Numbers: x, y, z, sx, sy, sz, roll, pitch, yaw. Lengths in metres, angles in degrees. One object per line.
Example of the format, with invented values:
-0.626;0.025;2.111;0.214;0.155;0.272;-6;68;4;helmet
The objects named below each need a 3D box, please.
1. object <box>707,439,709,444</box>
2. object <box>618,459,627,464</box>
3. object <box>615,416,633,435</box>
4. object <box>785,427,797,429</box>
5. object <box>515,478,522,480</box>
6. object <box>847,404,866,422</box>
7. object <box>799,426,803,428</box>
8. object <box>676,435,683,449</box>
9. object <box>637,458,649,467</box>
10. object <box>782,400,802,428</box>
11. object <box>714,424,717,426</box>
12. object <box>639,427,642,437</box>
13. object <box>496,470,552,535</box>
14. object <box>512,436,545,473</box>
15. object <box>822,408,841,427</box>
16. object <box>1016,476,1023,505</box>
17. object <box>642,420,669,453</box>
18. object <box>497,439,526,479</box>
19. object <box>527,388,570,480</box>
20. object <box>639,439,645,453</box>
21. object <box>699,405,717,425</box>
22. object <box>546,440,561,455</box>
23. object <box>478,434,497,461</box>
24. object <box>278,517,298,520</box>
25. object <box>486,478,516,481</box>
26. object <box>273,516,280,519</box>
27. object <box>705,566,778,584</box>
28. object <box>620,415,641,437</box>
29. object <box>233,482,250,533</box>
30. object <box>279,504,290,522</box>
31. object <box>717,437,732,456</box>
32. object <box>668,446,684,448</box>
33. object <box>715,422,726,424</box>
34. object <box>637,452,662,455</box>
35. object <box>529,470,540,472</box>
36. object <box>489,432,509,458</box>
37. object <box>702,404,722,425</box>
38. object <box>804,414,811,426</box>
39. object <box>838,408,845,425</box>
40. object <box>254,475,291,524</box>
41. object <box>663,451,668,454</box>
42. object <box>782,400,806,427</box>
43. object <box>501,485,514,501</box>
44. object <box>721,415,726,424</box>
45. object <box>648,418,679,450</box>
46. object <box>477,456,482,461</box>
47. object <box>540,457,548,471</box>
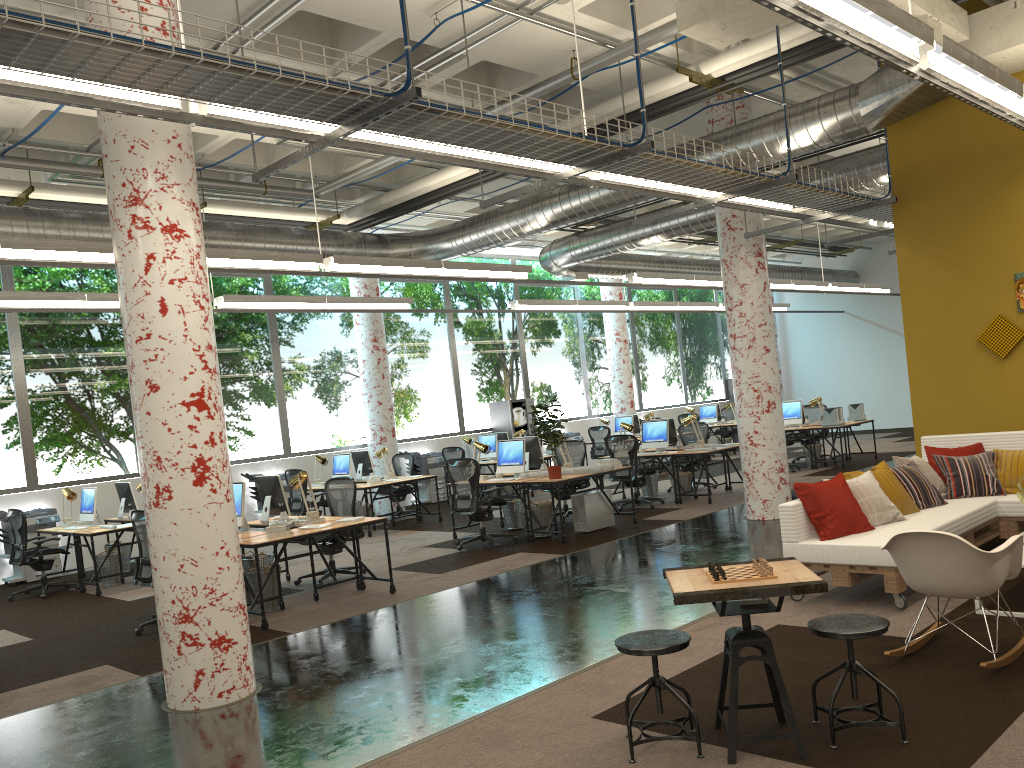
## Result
4.699;1.522;21.847;0.359;0.435;0.352;-6;0;42;object
2.406;1.705;19.567;0.359;0.435;0.352;-6;0;42;object
2.393;0.929;18.787;0.189;0.486;0.485;-7;1;-45;object
4.906;0.806;15.948;0.118;0.017;0.440;-5;-2;-45;object
0.084;1.150;10.738;0.106;0.029;0.059;-5;-2;-44;object
6.224;0.521;16.009;0.150;0.302;0.281;-7;0;-45;object
5.130;0.768;15.709;0.106;0.029;0.059;-5;-2;-44;object
2.576;0.896;13.635;0.101;0.209;0.101;-6;1;0;object
1.497;1.751;17.716;3.400;0.437;0.367;-5;-1;-35;object
5.056;0.559;16.080;0.189;0.486;0.485;-7;1;-45;object
4.760;0.955;20.696;0.106;0.029;0.059;-5;-2;-44;object
2.792;1.033;19.065;0.101;0.209;0.101;-6;1;0;object
0.152;1.430;11.162;0.850;0.934;0.104;-6;1;40;object
0.200;0.936;11.666;0.189;0.486;0.485;-7;1;-45;object
5.511;0.578;15.299;0.150;0.302;0.281;-7;0;-45;object
3.637;0.742;5.738;0.786;0.616;0.418;-6;0;-32;object
2.177;0.792;13.357;0.189;0.486;0.485;-7;1;-45;object
0.010;0.941;11.109;0.189;0.486;0.485;-7;1;-45;object
0.425;0.575;10.328;0.515;1.079;0.437;-6;1;36;object
1.998;0.959;13.643;0.101;0.209;0.101;-6;1;0;object
4.686;0.746;21.067;0.189;0.486;0.485;-7;1;-45;object
0.747;1.116;15.917;0.150;0.302;0.281;-7;0;-45;object
-0.588;1.542;16.210;0.190;1.210;1.080;-7;1;-44;object
-2.254;1.386;9.129;0.118;0.017;0.440;-5;-2;-45;object
-0.140;1.188;10.977;0.118;0.017;0.440;-5;-2;-45;object
-2.480;1.411;9.367;0.106;0.029;0.059;-5;-2;-44;object
1.021;0.850;3.960;0.273;0.012;0.273;-6;-2;5;object
2.583;0.925;19.344;0.189;0.486;0.485;-7;1;-45;object
-2.644;1.173;8.428;0.189;0.486;0.485;-7;1;-45;object
-2.246;1.277;8.706;0.101;0.209;0.101;-6;1;0;object
5.026;1.458;20.880;0.359;0.435;0.352;-6;0;42;object
2.568;1.005;14.057;0.118;0.017;0.440;-5;-2;-45;object
5.076;0.959;21.768;0.118;0.017;0.440;-5;-2;-45;object
2.028;1.039;13.224;0.118;0.017;0.440;-5;-2;-45;object
0.400;1.153;11.809;0.118;0.017;0.440;-5;-2;-45;object
-0.231;1.149;16.546;0.189;0.486;0.485;-7;1;-45;object
4.876;0.742;21.625;0.189;0.486;0.485;-7;1;-45;object
5.455;0.662;16.358;0.101;0.209;0.101;-6;1;0;object
5.615;0.570;15.403;0.150;0.302;0.281;-7;0;-45;object
-2.455;1.169;8.985;0.189;0.486;0.485;-7;1;-45;object
2.251;1.001;12.986;0.106;0.029;0.059;-5;-2;-44;object
5.246;0.554;16.638;0.189;0.486;0.485;-7;1;-45;object
-0.082;1.866;15.802;0.359;0.435;0.352;-6;0;42;object
5.085;0.850;21.345;0.101;0.209;0.101;-6;1;0;object
2.367;0.788;13.914;0.189;0.486;0.485;-7;1;-45;object
-0.600;1.321;16.275;0.101;0.209;0.101;-6;1;0;object
0.409;1.044;11.387;0.101;0.209;0.101;-6;1;0;object
